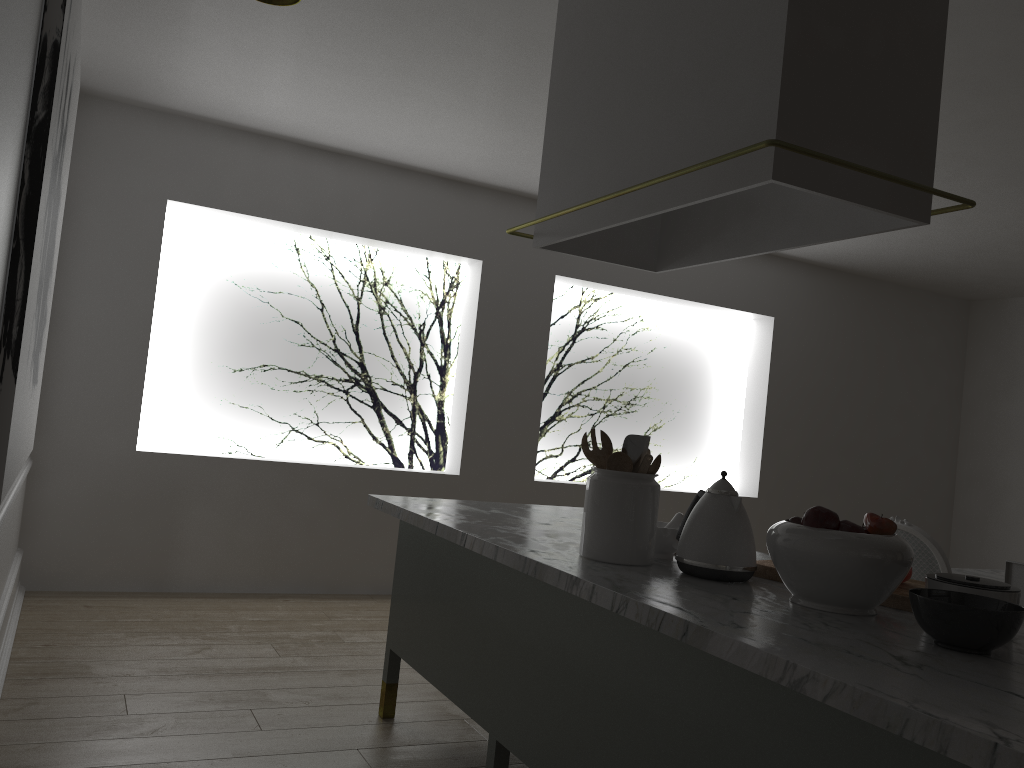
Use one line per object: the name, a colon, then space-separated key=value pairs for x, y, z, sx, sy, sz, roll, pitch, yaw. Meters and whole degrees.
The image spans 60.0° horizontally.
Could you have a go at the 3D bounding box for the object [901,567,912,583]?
object: x=0.796 y=0.400 z=2.015 sx=0.135 sy=0.079 sz=0.194 roll=8 pitch=-3 yaw=-37

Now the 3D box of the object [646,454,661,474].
object: x=0.290 y=0.285 z=2.087 sx=0.117 sy=0.251 sz=0.061 roll=4 pitch=-4 yaw=44

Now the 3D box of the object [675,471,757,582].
object: x=0.465 y=0.312 z=1.992 sx=0.178 sy=0.236 sz=0.204 roll=6 pitch=-3 yaw=10

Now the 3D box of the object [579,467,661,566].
object: x=0.255 y=0.307 z=2.088 sx=0.174 sy=0.208 sz=0.174 roll=6 pitch=-3 yaw=-9

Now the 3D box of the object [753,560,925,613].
object: x=0.776 y=0.450 z=2.010 sx=0.290 sy=0.030 sz=0.400 roll=8 pitch=-3 yaw=-41

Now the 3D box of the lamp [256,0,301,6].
lamp: x=-0.738 y=-1.260 z=2.718 sx=0.197 sy=0.130 sz=0.197 roll=8 pitch=-3 yaw=-41

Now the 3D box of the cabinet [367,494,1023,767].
cabinet: x=0.380 y=0.792 z=2.150 sx=0.870 sy=0.721 sz=2.360 roll=7 pitch=-3 yaw=-26

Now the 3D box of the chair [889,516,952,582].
chair: x=1.555 y=0.913 z=3.260 sx=0.505 sy=0.833 sz=0.480 roll=7 pitch=-3 yaw=-29

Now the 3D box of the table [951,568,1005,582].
table: x=2.381 y=1.123 z=3.174 sx=0.870 sy=0.583 sz=1.781 roll=7 pitch=-3 yaw=-26

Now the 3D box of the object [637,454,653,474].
object: x=0.257 y=0.281 z=2.051 sx=0.118 sy=0.250 sz=0.033 roll=5 pitch=-3 yaw=14

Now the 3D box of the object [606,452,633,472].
object: x=0.223 y=0.278 z=2.056 sx=0.050 sy=0.247 sz=0.114 roll=7 pitch=-3 yaw=-21

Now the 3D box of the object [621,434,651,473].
object: x=0.259 y=0.261 z=2.080 sx=0.064 sy=0.290 sz=0.141 roll=7 pitch=-3 yaw=-13

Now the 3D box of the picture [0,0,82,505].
picture: x=-1.307 y=-0.419 z=2.477 sx=0.039 sy=1.315 sz=1.545 roll=7 pitch=-3 yaw=-26

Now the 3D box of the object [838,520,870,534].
object: x=0.648 y=0.301 z=1.746 sx=0.135 sy=0.074 sz=0.154 roll=8 pitch=-3 yaw=-31

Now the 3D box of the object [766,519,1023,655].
object: x=0.692 y=0.361 z=1.643 sx=0.491 sy=0.156 sz=0.364 roll=4 pitch=-3 yaw=40

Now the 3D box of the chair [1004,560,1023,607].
chair: x=1.840 y=0.974 z=2.865 sx=0.439 sy=0.745 sz=0.470 roll=8 pitch=-3 yaw=-36

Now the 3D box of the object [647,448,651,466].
object: x=0.303 y=0.282 z=2.108 sx=0.054 sy=0.262 sz=0.149 roll=7 pitch=-3 yaw=-11

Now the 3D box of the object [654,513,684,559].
object: x=0.365 y=0.375 z=2.222 sx=0.172 sy=0.110 sz=0.159 roll=5 pitch=-3 yaw=19

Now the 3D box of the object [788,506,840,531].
object: x=0.592 y=0.283 z=1.754 sx=0.071 sy=0.091 sz=0.167 roll=6 pitch=-3 yaw=-1

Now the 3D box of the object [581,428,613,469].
object: x=0.218 y=0.255 z=2.061 sx=0.131 sy=0.296 sz=0.056 roll=6 pitch=-3 yaw=-7

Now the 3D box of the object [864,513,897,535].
object: x=0.712 y=0.273 z=1.716 sx=0.061 sy=0.048 sz=0.054 roll=5 pitch=-3 yaw=27

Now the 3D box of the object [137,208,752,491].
object: x=0.501 y=1.478 z=5.993 sx=10.834 sy=8.324 sz=0.001 roll=7 pitch=-3 yaw=-26
